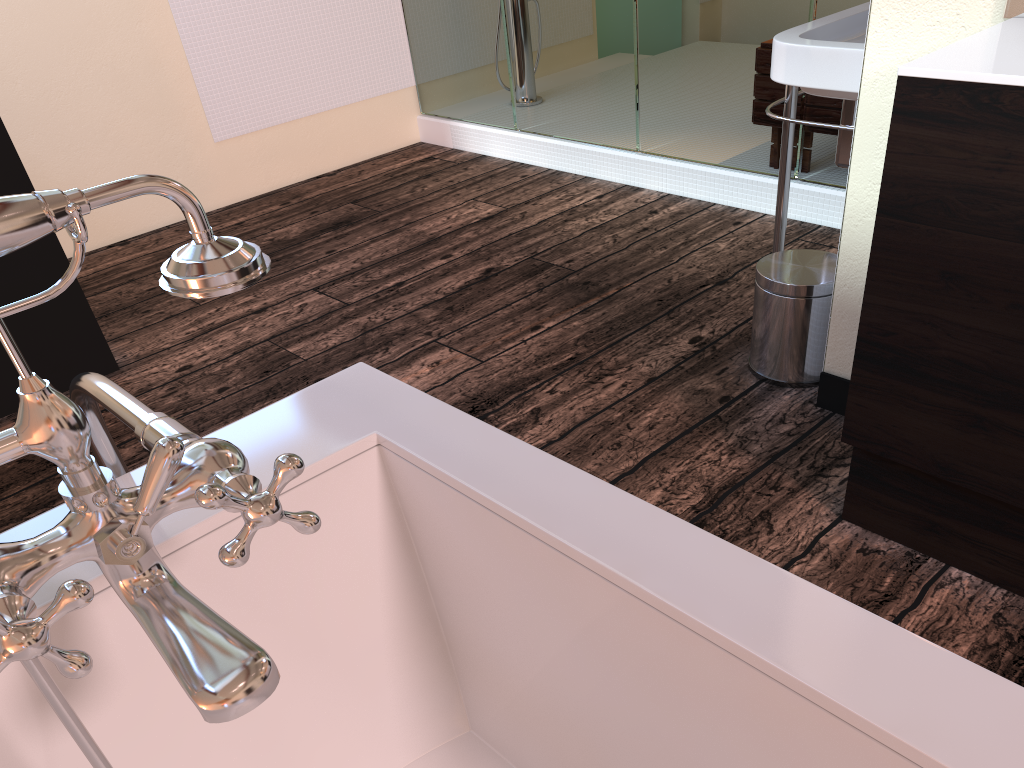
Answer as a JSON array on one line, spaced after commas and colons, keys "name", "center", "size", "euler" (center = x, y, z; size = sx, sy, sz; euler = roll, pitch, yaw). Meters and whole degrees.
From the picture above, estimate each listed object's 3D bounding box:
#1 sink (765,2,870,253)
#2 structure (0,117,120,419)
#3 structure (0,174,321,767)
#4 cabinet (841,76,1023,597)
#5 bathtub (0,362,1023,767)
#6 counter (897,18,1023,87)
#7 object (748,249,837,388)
[{"name": "sink", "center": [0.904, -0.582, 2.202], "size": [0.674, 0.800, 0.343], "euler": [-32, 42, -32]}, {"name": "structure", "center": [-1.778, -0.337, 2.378], "size": [0.861, 0.877, 0.793], "euler": [-32, 41, -32]}, {"name": "structure", "center": [-0.327, 0.320, 0.867], "size": [0.382, 1.141, 0.546], "euler": [-22, 37, -21]}, {"name": "cabinet", "center": [1.334, 0.153, 0.980], "size": [0.382, 0.940, 1.839], "euler": [-33, 42, -32]}, {"name": "bathtub", "center": [0.331, 0.806, 0.362], "size": [0.791, 0.707, 2.196], "euler": [-33, 41, -32]}, {"name": "counter", "center": [1.280, -0.106, 0.777], "size": [0.438, 0.302, 1.839], "euler": [-33, 41, -32]}, {"name": "object", "center": [0.697, -0.177, 2.157], "size": [0.223, 0.312, 0.218], "euler": [2, 35, 13]}]
